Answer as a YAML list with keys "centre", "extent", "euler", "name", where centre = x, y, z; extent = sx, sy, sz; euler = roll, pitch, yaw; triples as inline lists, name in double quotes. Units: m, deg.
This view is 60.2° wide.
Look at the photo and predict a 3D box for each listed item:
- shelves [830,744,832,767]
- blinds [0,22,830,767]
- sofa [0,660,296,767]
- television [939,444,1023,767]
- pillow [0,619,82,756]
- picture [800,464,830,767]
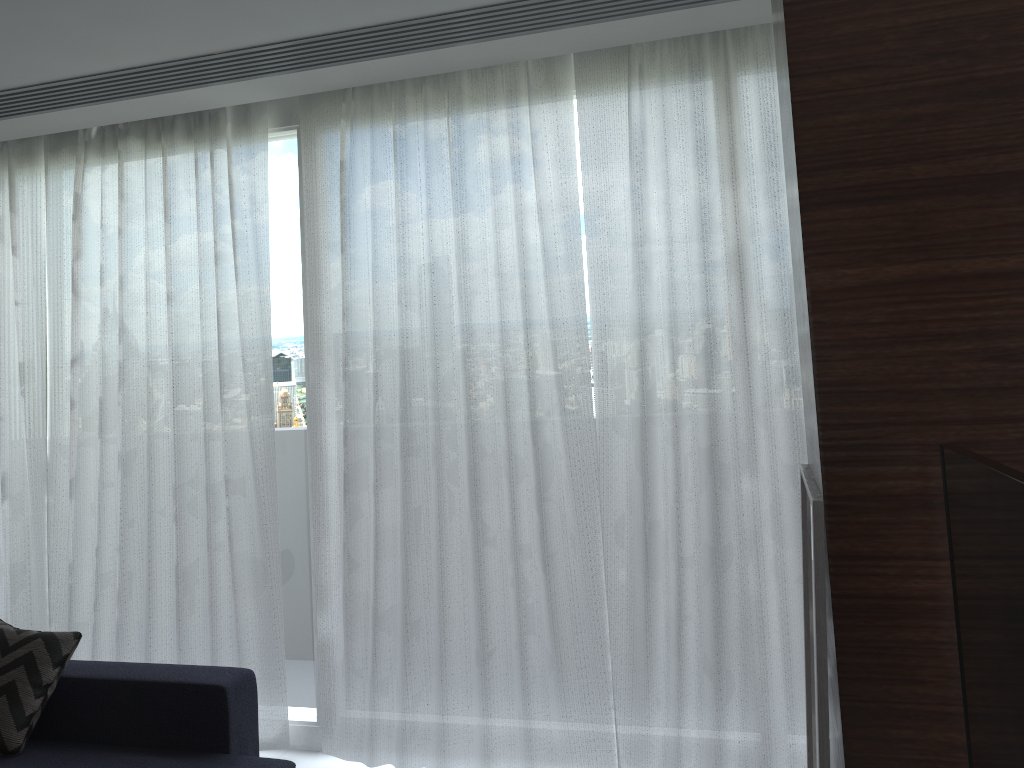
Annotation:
- centre: [0.807, 1.111, 0.885]
  extent: [0.871, 0.502, 2.344]
  euler: [-3, 0, 16]
  name: "shelves"
- centre: [-1.623, 0.104, 0.915]
  extent: [7.120, 2.788, 5.788]
  euler: [-3, -1, 20]
  name: "blinds"
- centre: [-1.890, 1.199, 1.725]
  extent: [1.896, 0.611, 2.866]
  euler: [-3, 0, 16]
  name: "sofa"
- centre: [0.449, 0.485, 0.552]
  extent: [0.297, 0.790, 1.227]
  euler: [-4, -1, 16]
  name: "television"
- centre: [-1.679, 0.989, 2.908]
  extent: [0.414, 0.347, 0.285]
  euler: [-4, -3, 21]
  name: "pillow"
- centre: [0.520, 0.518, 1.516]
  extent: [0.053, 0.705, 0.498]
  euler: [-4, -3, 16]
  name: "picture"
